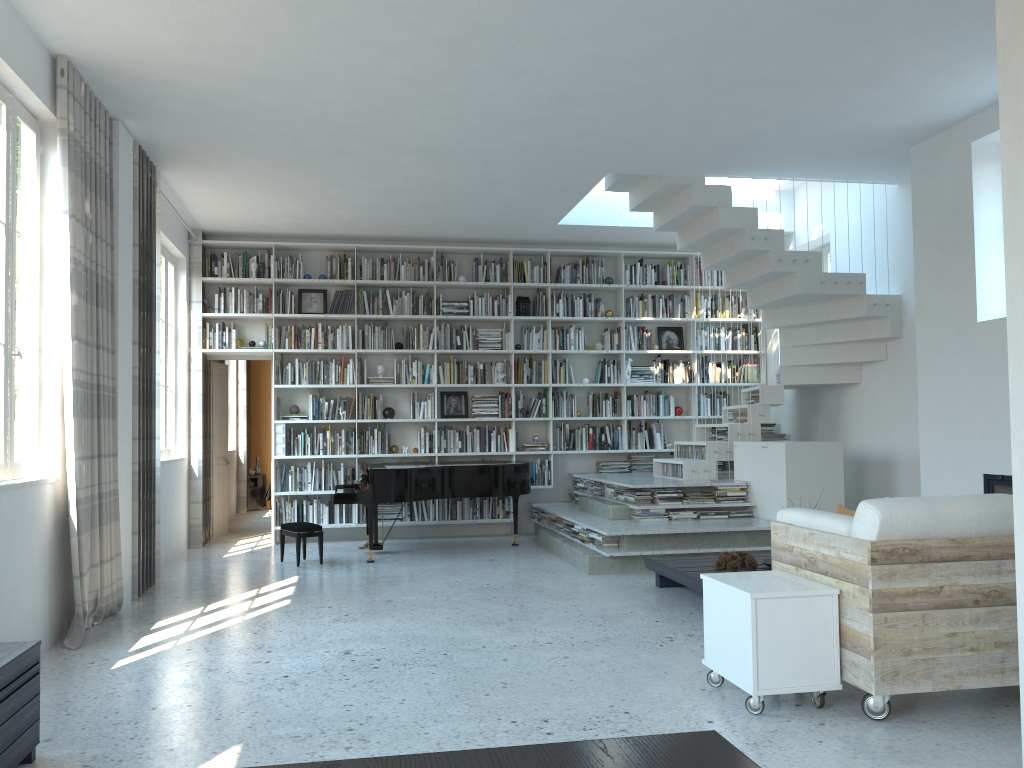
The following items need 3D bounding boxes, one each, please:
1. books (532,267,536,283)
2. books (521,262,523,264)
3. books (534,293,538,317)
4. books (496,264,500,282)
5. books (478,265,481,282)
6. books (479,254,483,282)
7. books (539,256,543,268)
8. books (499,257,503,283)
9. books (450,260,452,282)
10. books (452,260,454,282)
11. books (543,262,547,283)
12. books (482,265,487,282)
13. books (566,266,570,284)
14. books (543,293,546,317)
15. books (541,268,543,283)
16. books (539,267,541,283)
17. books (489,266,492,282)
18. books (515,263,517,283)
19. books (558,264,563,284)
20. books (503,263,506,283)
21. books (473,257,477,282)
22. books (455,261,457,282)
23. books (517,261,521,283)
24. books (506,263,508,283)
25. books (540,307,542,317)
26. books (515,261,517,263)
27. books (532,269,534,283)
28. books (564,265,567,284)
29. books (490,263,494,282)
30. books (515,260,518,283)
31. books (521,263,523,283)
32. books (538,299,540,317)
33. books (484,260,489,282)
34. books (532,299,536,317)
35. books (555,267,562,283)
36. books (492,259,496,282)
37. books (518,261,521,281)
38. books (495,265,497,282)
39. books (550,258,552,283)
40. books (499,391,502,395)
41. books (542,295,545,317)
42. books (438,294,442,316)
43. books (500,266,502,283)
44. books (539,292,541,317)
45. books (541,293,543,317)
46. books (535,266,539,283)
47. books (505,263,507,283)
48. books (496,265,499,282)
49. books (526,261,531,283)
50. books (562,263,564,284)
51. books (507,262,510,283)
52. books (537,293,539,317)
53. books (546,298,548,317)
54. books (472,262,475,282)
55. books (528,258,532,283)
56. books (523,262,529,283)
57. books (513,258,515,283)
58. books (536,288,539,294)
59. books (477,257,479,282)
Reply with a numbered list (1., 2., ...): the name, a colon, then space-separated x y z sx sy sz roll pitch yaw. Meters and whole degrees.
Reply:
1. books: 0.239 -1.191 9.882 0.024 0.201 0.180 0 -3 -11
2. books: 0.104 -1.221 9.890 0.007 0.264 0.133 0 -2 -11
3. books: 0.260 -0.862 9.858 0.021 0.272 0.190 0 -3 -11
4. books: -0.156 -1.204 9.841 0.026 0.233 0.137 0 -3 -11
5. books: -0.368 -1.191 9.792 0.031 0.208 0.147 0 -3 -11
6. books: -0.345 -1.254 9.776 0.010 0.331 0.186 0 -3 -11
7. books: 0.329 -1.254 9.928 0.012 0.329 0.128 0 -2 -11
8. books: -0.121 -1.242 9.836 0.012 0.308 0.138 0 -2 -11
9. books: -0.675 -1.219 9.727 0.013 0.264 0.147 0 -3 -11
10. books: -0.649 -1.215 9.725 0.005 0.255 0.168 0 -3 -11
11. books: 0.355 -1.218 9.898 0.029 0.253 0.186 0 -3 -11
12. books: -0.315 -1.194 9.785 0.050 0.211 0.173 0 -3 -11
13. books: 0.612 -1.204 9.965 0.028 0.226 0.163 0 -3 -11
14. books: 0.360 -0.870 9.914 0.005 0.292 0.130 0 -2 -11
15. books: 0.315 -1.187 9.905 0.022 0.194 0.182 0 -3 -11
16. books: 0.291 -1.192 9.909 0.025 0.203 0.162 0 -3 -11
17. books: -0.247 -1.190 9.795 0.033 0.203 0.166 0 -3 -11
18. books: 0.036 -1.210 9.833 0.007 0.239 0.191 0 -3 -11
19. books: 0.542 -1.214 9.943 0.009 0.244 0.173 0 -3 -11
20. books: -0.100 -1.211 9.831 0.028 0.244 0.161 0 -3 -11
21. books: -0.408 -1.234 9.766 0.014 0.292 0.176 0 -3 -11
22. books: -0.620 -1.215 9.733 0.011 0.256 0.143 0 -3 -11
23. books: 0.066 -1.220 9.856 0.034 0.261 0.157 0 -3 -11
24. books: -0.066 -1.208 9.839 0.014 0.238 0.153 0 -3 -11
25. books: 0.307 -0.830 9.893 0.013 0.210 0.140 0 -3 -11
26. books: 0.040 -1.220 9.850 0.006 0.259 0.166 0 -3 -11
27. books: 0.217 -1.181 9.876 0.022 0.180 0.173 0 -3 -11
28. books: 0.585 -1.207 9.947 0.013 0.229 0.174 0 -3 -11
29. books: -0.220 -1.207 9.806 0.023 0.236 0.154 0 -3 -11
30. books: 0.044 -1.229 9.862 0.007 0.279 0.150 0 -2 -11
31. books: 0.100 -1.207 9.852 0.015 0.233 0.171 0 -3 -11
32. books: 0.284 -0.833 9.891 0.024 0.217 0.169 0 -3 -11
33. books: -0.281 -1.222 9.810 0.028 0.269 0.140 0 -2 -11
34. books: 0.247 -0.831 9.888 0.019 0.213 0.156 0 -3 -11
35. books: 0.516 -1.194 9.931 0.046 0.206 0.183 0 -3 -11
36. books: -0.201 -1.224 9.795 0.010 0.270 0.180 0 -3 -11
37. books: 0.085 -1.220 9.868 0.008 0.262 0.142 0 -2 -11
38. books: -0.192 -1.197 9.806 0.012 0.217 0.179 0 -3 -11
39. books: 0.417 -1.244 9.911 0.019 0.304 0.176 0 -3 -11
40. books: -0.128 0.231 9.788 0.011 0.299 0.130 0 -2 -11
41. books: 0.342 -0.850 9.875 0.013 0.248 0.186 0 -3 -11
42. books: -0.784 -0.845 9.670 0.021 0.249 0.191 0 -3 -11
43. books: -0.134 -1.190 9.838 0.014 0.204 0.135 0 -3 -11
44. books: 0.298 -0.870 9.873 0.021 0.288 0.179 0 -3 -11
45. books: 0.321 -0.868 9.915 0.013 0.288 0.131 0 -2 -11
46. books: 0.267 -1.198 9.884 0.031 0.213 0.169 0 -3 -11
47. books: -0.081 -1.210 9.845 0.014 0.244 0.145 0 -3 -11
48. books: -0.172 -1.191 9.793 0.023 0.202 0.193 0 -3 -11
49. books: 0.177 -1.227 9.892 0.030 0.274 0.151 0 -2 -11
50. books: 0.560 -1.218 9.965 0.012 0.255 0.133 0 -2 -11
51. books: -0.050 -1.217 9.849 0.022 0.257 0.136 0 -2 -11
52. books: 0.273 -0.861 9.874 0.022 0.271 0.181 0 -3 -11
53. books: 0.373 -0.833 9.880 0.008 0.213 0.224 0 -3 -10
54. books: -0.423 -1.210 9.780 0.012 0.245 0.151 0 -3 -11
55. books: 0.200 -1.239 9.879 0.010 0.297 0.167 0 -3 -11
56. books: 0.140 -1.218 9.863 0.054 0.254 0.191 0 -3 -11
57. books: 0.010 -1.238 9.849 0.007 0.298 0.181 0 -3 -10
58. books: 0.278 -0.894 9.892 0.025 0.339 0.143 0 -2 -11
59. books: -0.387 -1.236 9.778 0.011 0.296 0.157 0 -2 -11
